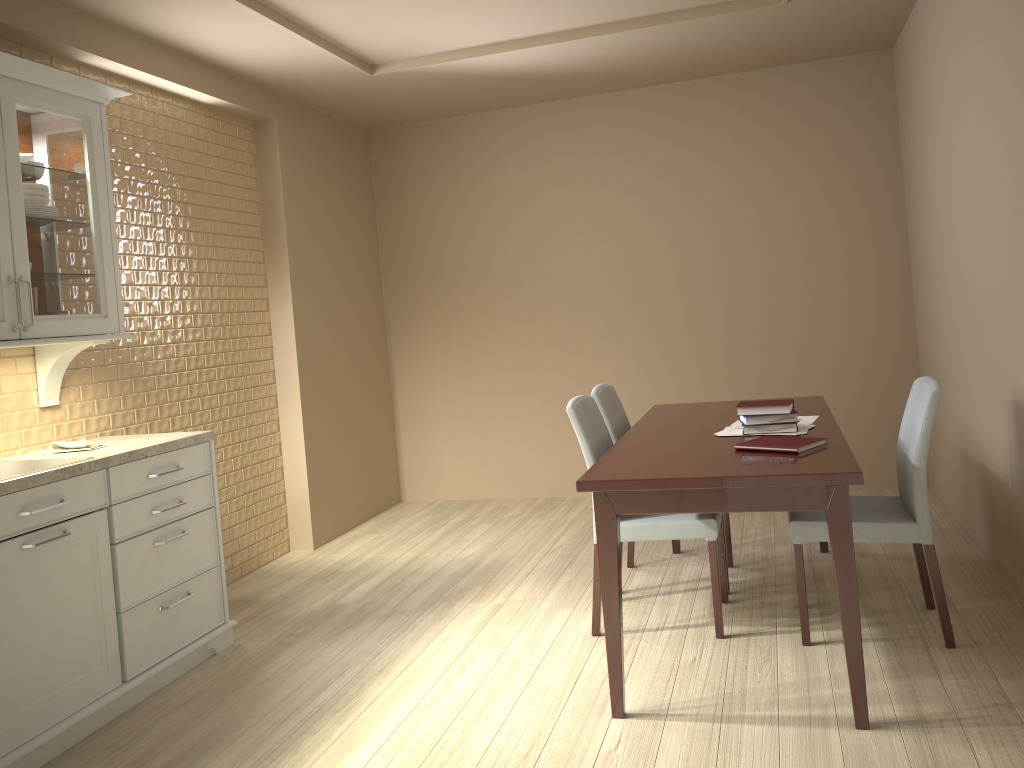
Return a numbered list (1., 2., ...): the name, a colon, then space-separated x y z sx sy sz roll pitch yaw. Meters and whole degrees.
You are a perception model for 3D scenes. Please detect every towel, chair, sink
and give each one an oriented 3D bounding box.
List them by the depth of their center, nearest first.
1. sink: -1.555 0.473 2.626 0.379 0.415 0.486 -4 3 16
2. chair: 1.194 0.406 2.996 0.505 0.827 0.400 -5 1 16
3. towel: -1.512 0.211 3.101 0.171 0.050 0.164 -5 4 2
4. chair: 0.507 0.446 3.247 0.505 0.827 0.400 -5 1 16
5. chair: 0.634 0.401 3.685 0.505 0.827 0.400 -5 1 16

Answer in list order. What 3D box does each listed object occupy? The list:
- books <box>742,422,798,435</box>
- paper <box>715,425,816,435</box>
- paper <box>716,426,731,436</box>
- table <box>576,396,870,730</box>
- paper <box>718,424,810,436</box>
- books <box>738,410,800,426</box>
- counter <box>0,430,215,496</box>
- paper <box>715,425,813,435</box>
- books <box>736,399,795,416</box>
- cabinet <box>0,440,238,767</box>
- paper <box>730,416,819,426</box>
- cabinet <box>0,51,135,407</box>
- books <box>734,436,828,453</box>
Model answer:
1. books: 0.890 0.143 3.052 0.182 0.032 0.165 -4 4 16
2. paper: 0.878 0.159 3.074 0.289 0.001 0.211 -2 5 36
3. paper: 0.878 0.160 3.074 0.289 0.001 0.211 -3 5 26
4. table: 0.810 0.500 3.202 0.750 0.679 1.766 -4 4 17
5. paper: 0.878 0.160 3.074 0.289 0.001 0.211 -3 5 21
6. books: 0.883 0.111 3.052 0.182 0.032 0.165 -4 4 6
7. counter: -1.686 0.317 2.377 0.522 0.035 2.207 -4 5 17
8. paper: 0.878 0.159 3.074 0.289 0.001 0.211 -2 5 31
9. books: 0.874 0.080 3.053 0.182 0.032 0.165 -3 5 21
10. cabinet: -1.688 0.720 2.400 0.637 0.792 2.228 -4 4 17
11. paper: 0.980 0.137 3.296 0.289 0.001 0.211 -3 5 26
12. cabinet: -1.799 -0.403 2.372 0.410 1.111 1.936 -5 3 17
13. books: 0.831 0.185 2.729 0.194 0.017 0.215 -9 6 -43
